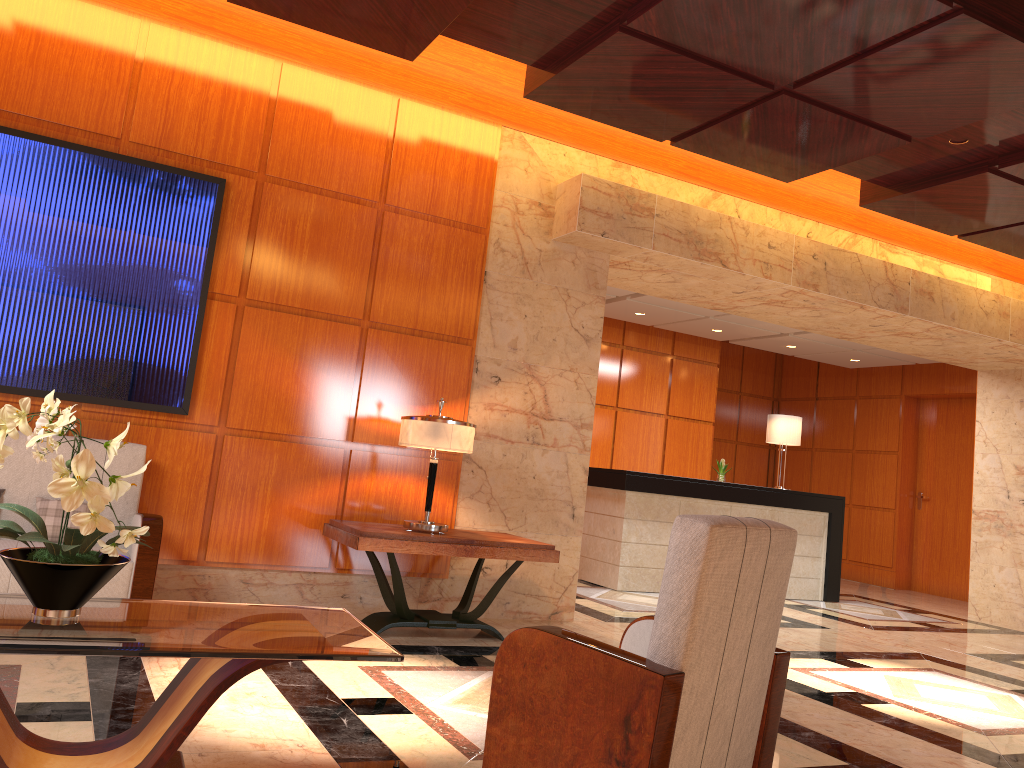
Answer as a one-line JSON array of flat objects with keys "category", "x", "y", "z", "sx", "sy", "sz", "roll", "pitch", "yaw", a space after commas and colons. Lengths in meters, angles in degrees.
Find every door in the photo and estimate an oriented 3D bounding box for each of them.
[{"category": "door", "x": 5.838, "y": 1.491, "z": 11.854, "sx": 0.339, "sy": 2.711, "sz": 1.283, "roll": 10, "pitch": -8, "yaw": -26}]

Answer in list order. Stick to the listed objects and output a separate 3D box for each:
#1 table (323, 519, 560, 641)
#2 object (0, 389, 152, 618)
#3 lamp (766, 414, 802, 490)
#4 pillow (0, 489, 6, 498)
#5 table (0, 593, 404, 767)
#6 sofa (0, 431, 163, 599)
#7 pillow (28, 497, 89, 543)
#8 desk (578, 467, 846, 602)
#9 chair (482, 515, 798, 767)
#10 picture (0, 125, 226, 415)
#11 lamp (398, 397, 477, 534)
[{"category": "table", "x": -0.462, "y": 1.205, "z": 5.364, "sx": 1.267, "sy": 0.610, "sz": 0.724, "roll": 9, "pitch": -7, "yaw": -26}, {"category": "object", "x": -1.238, "y": 0.329, "z": 2.482, "sx": 0.788, "sy": 0.620, "sz": 0.415, "roll": 1, "pitch": -9, "yaw": 41}, {"category": "lamp", "x": 3.036, "y": 0.772, "z": 9.948, "sx": 0.372, "sy": 0.824, "sz": 0.370, "roll": 7, "pitch": -7, "yaw": -1}, {"category": "pillow", "x": -2.740, "y": 0.638, "z": 4.404, "sx": 0.356, "sy": 0.254, "sz": 0.160, "roll": 10, "pitch": -8, "yaw": -29}, {"category": "table", "x": -1.170, "y": 0.895, "z": 2.408, "sx": 1.556, "sy": 0.498, "sz": 0.720, "roll": 9, "pitch": -7, "yaw": -23}, {"category": "sofa", "x": -2.696, "y": 0.676, "z": 4.346, "sx": 1.794, "sy": 0.937, "sz": 0.611, "roll": 9, "pitch": -8, "yaw": -26}, {"category": "pillow", "x": -2.331, "y": 0.715, "z": 4.567, "sx": 0.272, "sy": 0.231, "sz": 0.202, "roll": 9, "pitch": -7, "yaw": -24}, {"category": "desk", "x": 2.120, "y": 1.620, "z": 9.496, "sx": 2.918, "sy": 1.147, "sz": 0.939, "roll": 9, "pitch": -7, "yaw": -26}, {"category": "chair", "x": 0.412, "y": 0.848, "z": 2.627, "sx": 0.628, "sy": 0.966, "sz": 0.734, "roll": 0, "pitch": -9, "yaw": 42}, {"category": "picture", "x": -2.723, "y": -0.675, "z": 4.907, "sx": 1.991, "sy": 1.460, "sz": 0.056, "roll": 10, "pitch": -8, "yaw": -26}, {"category": "lamp", "x": -0.472, "y": 0.483, "z": 5.339, "sx": 0.458, "sy": 0.814, "sz": 0.457, "roll": 9, "pitch": -8, "yaw": -17}]
